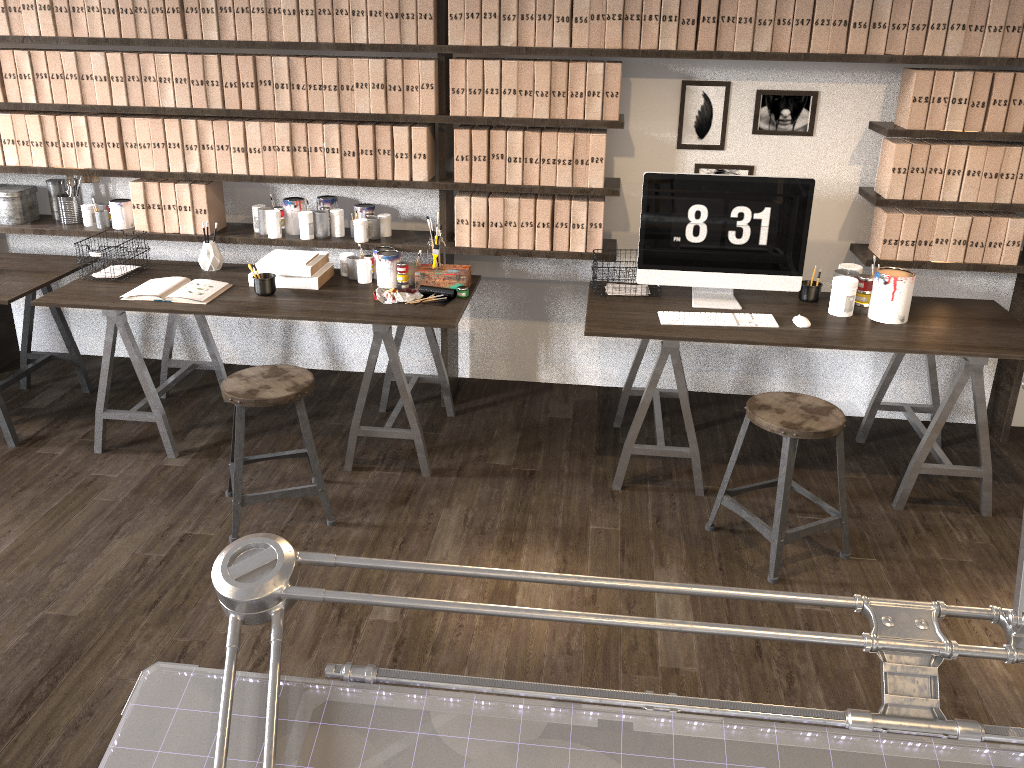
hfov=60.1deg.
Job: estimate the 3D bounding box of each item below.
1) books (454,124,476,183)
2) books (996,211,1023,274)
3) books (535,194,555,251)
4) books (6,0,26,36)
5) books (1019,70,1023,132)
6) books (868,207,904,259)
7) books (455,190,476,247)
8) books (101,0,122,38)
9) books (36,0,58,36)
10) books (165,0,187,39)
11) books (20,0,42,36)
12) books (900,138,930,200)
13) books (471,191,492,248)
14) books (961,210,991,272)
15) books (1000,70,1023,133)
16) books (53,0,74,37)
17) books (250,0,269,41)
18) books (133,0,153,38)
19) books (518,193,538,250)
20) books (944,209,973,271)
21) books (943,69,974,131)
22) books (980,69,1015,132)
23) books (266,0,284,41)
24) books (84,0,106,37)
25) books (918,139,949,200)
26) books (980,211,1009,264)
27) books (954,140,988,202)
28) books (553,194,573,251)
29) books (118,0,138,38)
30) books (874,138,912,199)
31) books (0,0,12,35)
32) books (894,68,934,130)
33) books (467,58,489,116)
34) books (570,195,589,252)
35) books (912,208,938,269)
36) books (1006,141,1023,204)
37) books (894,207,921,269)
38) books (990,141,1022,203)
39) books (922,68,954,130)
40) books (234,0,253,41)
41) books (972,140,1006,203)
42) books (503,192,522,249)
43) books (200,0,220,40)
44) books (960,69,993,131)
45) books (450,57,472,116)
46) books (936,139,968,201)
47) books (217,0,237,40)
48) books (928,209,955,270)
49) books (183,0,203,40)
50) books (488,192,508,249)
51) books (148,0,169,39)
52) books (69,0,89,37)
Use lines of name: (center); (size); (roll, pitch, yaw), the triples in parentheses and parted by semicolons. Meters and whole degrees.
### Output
books: (-0.198, -0.975, 3.756); (0.067, 0.221, 0.177); (3, 22, 6)
books: (2.013, -0.585, 3.626); (0.067, 0.222, 0.177); (3, 22, 6)
books: (0.144, -0.698, 3.813); (0.067, 0.222, 0.177); (3, 22, 6)
books: (-2.053, -1.589, 3.751); (0.067, 0.221, 0.177); (3, 22, 6)
books: (2.014, -1.094, 3.438); (0.067, 0.221, 0.177); (3, 22, 6)
books: (1.548, -0.615, 3.678); (0.067, 0.222, 0.177); (3, 22, 6)
books: (-0.201, -0.719, 3.850); (0.067, 0.222, 0.177); (3, 22, 6)
books: (-1.638, -1.562, 3.705); (0.067, 0.222, 0.177); (3, 22, 6)
books: (-1.918, -1.580, 3.734); (0.067, 0.222, 0.177); (3, 22, 6)
books: (-1.365, -1.546, 3.679); (0.067, 0.222, 0.177); (3, 22, 6)
books: (-1.990, -1.585, 3.743); (0.067, 0.221, 0.177); (3, 22, 6)
books: (1.607, -0.866, 3.575); (0.067, 0.222, 0.177); (3, 22, 6)
books: (-0.130, -0.714, 3.839); (0.067, 0.222, 0.177); (3, 22, 6)
books: (1.880, -0.595, 3.644); (0.067, 0.222, 0.177); (3, 22, 6)
books: (1.939, -1.100, 3.448); (0.067, 0.221, 0.177); (3, 22, 6)
books: (-1.848, -1.577, 3.731); (0.067, 0.222, 0.177); (3, 22, 6)
books: (-1.012, -1.524, 3.643); (0.067, 0.222, 0.177); (3, 22, 6)
books: (-1.503, -1.556, 3.695); (0.067, 0.221, 0.177); (3, 22, 6)
books: (0.071, -0.704, 3.826); (0.067, 0.221, 0.177); (3, 22, 6)
books: (1.810, -0.598, 3.647); (0.067, 0.222, 0.177); (3, 22, 6)
books: (1.720, -1.111, 3.465); (0.067, 0.222, 0.177); (3, 22, 6)
books: (1.865, -1.102, 3.450); (0.067, 0.222, 0.177); (3, 22, 6)
books: (-0.945, -1.522, 3.640); (0.067, 0.221, 0.177); (3, 22, 6)
books: (-1.710, -1.568, 3.715); (0.067, 0.222, 0.177); (3, 22, 6)
books: (1.677, -0.863, 3.570); (0.067, 0.222, 0.177); (3, 22, 6)
books: (1.949, -0.591, 3.639); (0.067, 0.222, 0.177); (3, 22, 6)
books: (1.817, -0.852, 3.549); (0.067, 0.222, 0.177); (3, 22, 6)
books: (0.219, -0.695, 3.811); (0.067, 0.222, 0.177); (3, 22, 6)
books: (-1.566, -1.558, 3.698); (0.067, 0.222, 0.177); (3, 22, 6)
books: (1.537, -0.869, 3.578); (0.067, 0.222, 0.177); (3, 22, 6)
books: (-2.119, -1.591, 3.753); (0.067, 0.222, 0.177); (3, 22, 6)
books: (1.579, -1.121, 3.483); (0.067, 0.222, 0.177); (3, 22, 6)
books: (-0.141, -1.225, 3.654); (0.067, 0.222, 0.177); (3, 22, 6)
books: (0.289, -0.689, 3.799); (0.067, 0.222, 0.177); (3, 22, 6)
books: (1.681, -0.607, 3.663); (0.067, 0.221, 0.177); (3, 22, 6)
books: (2.016, -0.842, 3.534); (0.067, 0.222, 0.177); (3, 22, 6)
books: (1.615, -0.609, 3.665); (0.067, 0.222, 0.177); (3, 22, 6)
books: (1.946, -0.846, 3.540); (0.067, 0.221, 0.177); (3, 22, 6)
books: (1.650, -1.117, 3.476); (0.067, 0.222, 0.177); (3, 22, 6)
books: (-1.078, -1.531, 3.655); (0.067, 0.222, 0.177); (3, 22, 6)
books: (1.883, -0.847, 3.542); (0.067, 0.222, 0.177); (3, 22, 6)
books: (0.005, -0.707, 3.830); (0.067, 0.221, 0.177); (3, 22, 6)
books: (-1.219, -1.538, 3.665); (0.067, 0.222, 0.177); (3, 22, 6)
books: (1.791, -1.109, 3.463); (0.067, 0.222, 0.177); (3, 22, 6)
books: (-0.210, -1.230, 3.663); (0.067, 0.222, 0.177); (3, 22, 6)
books: (1.745, -0.857, 3.559); (0.067, 0.222, 0.177); (3, 22, 6)
books: (-1.148, -1.535, 3.662); (0.067, 0.222, 0.177); (3, 22, 6)
books: (1.744, -0.602, 3.655); (0.067, 0.221, 0.177); (3, 22, 6)
books: (-1.289, -1.544, 3.676); (0.067, 0.222, 0.177); (3, 22, 6)
books: (-0.058, -0.709, 3.832); (0.067, 0.222, 0.177); (3, 22, 6)
books: (-1.438, -1.553, 3.691); (0.067, 0.221, 0.177); (3, 22, 6)
books: (-1.779, -1.573, 3.726); (0.067, 0.222, 0.177); (3, 22, 6)
